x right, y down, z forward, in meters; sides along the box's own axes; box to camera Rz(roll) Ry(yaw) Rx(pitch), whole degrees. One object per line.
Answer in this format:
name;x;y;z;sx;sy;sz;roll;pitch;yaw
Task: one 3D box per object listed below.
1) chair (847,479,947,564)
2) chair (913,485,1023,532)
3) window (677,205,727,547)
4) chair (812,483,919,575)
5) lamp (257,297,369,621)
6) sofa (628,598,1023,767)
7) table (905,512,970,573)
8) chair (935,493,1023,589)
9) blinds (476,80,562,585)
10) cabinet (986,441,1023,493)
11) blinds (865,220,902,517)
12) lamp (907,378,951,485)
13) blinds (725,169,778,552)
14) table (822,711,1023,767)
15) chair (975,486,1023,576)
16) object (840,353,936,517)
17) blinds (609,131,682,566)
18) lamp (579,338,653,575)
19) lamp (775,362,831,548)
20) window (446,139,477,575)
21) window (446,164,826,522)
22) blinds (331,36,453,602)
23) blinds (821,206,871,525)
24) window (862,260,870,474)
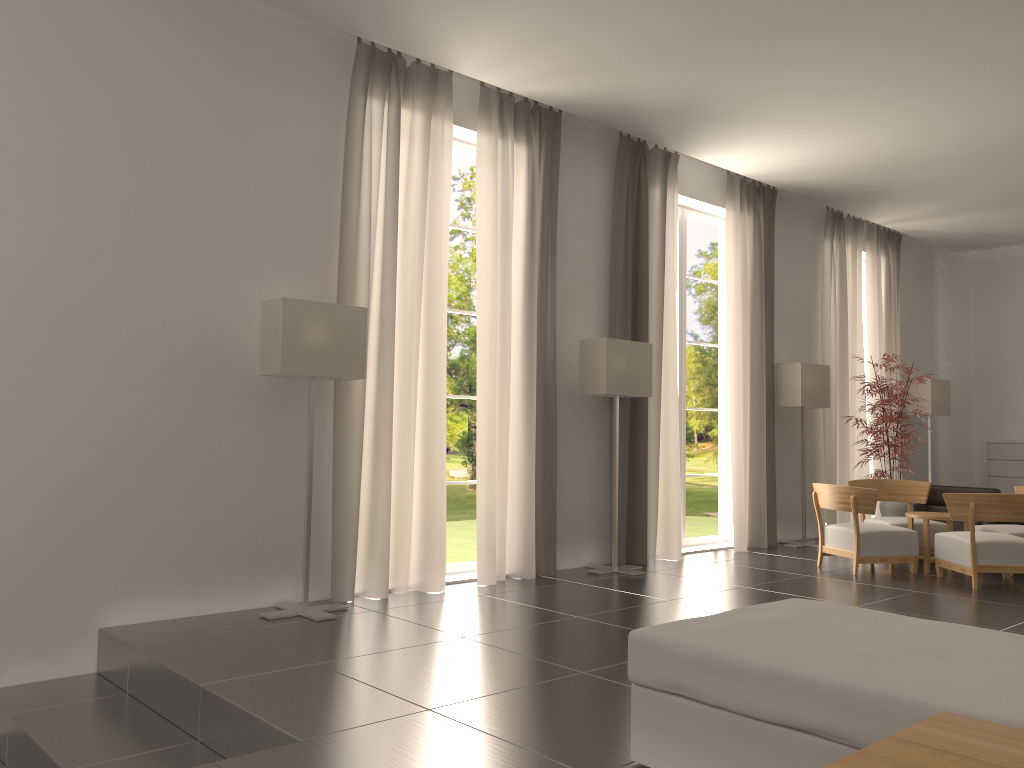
chair;6.158;2.152;14.063;1.452;1.228;1.149;1;-4;-7
chair;8.112;2.345;15.722;1.498;1.077;1.537;4;-5;-42
window;2.822;-0.161;14.932;2.641;5.758;0.110;5;-6;-42
chair;5.059;2.064;12.823;1.150;1.228;1.450;2;-4;-17
lamp;-2.097;0.757;9.202;0.999;3.183;0.907;5;-6;-42
sofa;1.771;1.440;2.412;5.600;1.206;5.522;4;-4;-42
table;6.202;2.301;12.892;0.869;0.804;0.869;2;-4;-19
chair;6.327;2.028;11.733;1.452;1.228;1.149;1;-4;3
blinds;0.074;-0.699;11.678;0.417;6.441;1.548;-3;-6;44
cabinet;11.521;2.142;18.084;1.039;1.879;3.078;5;-5;-42
blinds;7.793;-0.183;18.571;0.417;6.441;1.548;-3;-6;44
lamp;9.023;1.500;19.131;0.999;3.183;0.907;5;-6;-42
blinds;4.125;-0.428;15.295;0.417;6.441;1.548;-3;-6;44
table;1.600;1.620;2.271;1.599;0.841;1.599;4;-4;-42
chair;7.502;2.116;12.965;1.151;1.228;1.450;1;-4;-2
object;6.576;1.158;15.582;1.489;3.402;1.769;-2;-5;33
blinds;2.015;-0.569;13.413;1.548;6.441;0.414;4;-5;-38
lamp;1.447;0.994;12.366;0.999;3.183;0.907;5;-6;-42
lamp;5.152;1.241;15.674;0.999;3.183;0.907;5;-6;-42
window;-1.113;-0.424;11.418;2.641;5.758;0.110;5;-6;-42
window;17.498;-2.573;13.278;48.587;20.610;99.068;4;-4;-42
blinds;-1.364;-0.795;10.396;1.548;6.441;0.414;4;-5;-38
blinds;6.531;-0.267;17.446;1.548;6.441;0.414;4;-5;-38
window;6.758;0.102;18.446;2.641;5.758;0.110;5;-6;-42
